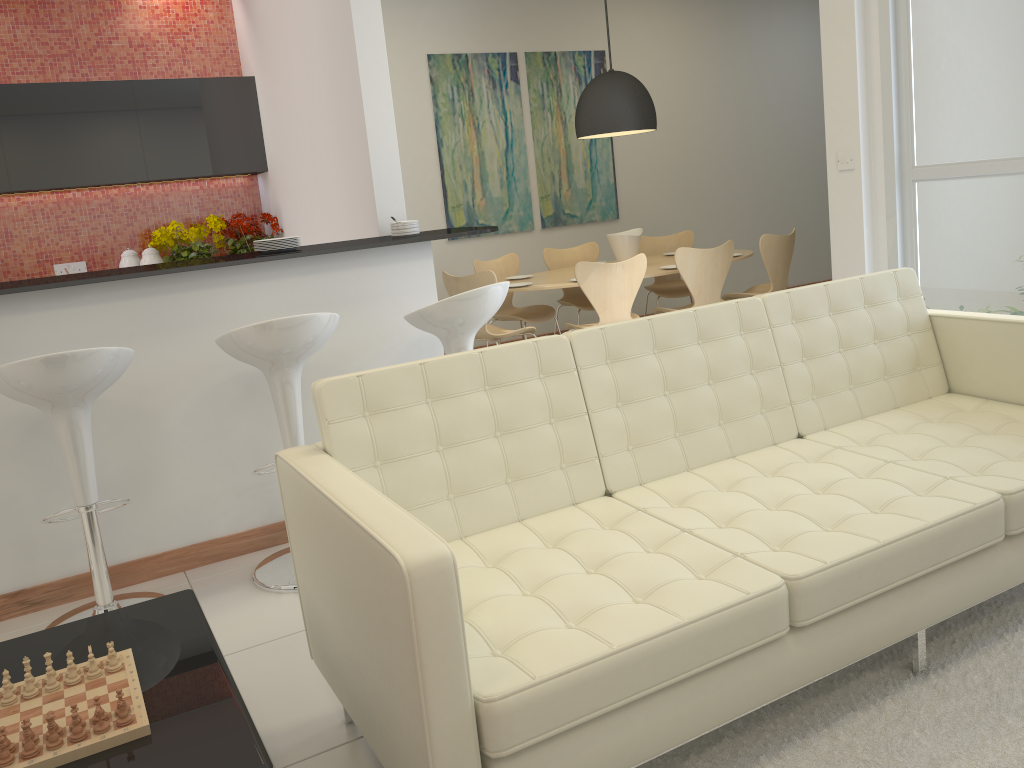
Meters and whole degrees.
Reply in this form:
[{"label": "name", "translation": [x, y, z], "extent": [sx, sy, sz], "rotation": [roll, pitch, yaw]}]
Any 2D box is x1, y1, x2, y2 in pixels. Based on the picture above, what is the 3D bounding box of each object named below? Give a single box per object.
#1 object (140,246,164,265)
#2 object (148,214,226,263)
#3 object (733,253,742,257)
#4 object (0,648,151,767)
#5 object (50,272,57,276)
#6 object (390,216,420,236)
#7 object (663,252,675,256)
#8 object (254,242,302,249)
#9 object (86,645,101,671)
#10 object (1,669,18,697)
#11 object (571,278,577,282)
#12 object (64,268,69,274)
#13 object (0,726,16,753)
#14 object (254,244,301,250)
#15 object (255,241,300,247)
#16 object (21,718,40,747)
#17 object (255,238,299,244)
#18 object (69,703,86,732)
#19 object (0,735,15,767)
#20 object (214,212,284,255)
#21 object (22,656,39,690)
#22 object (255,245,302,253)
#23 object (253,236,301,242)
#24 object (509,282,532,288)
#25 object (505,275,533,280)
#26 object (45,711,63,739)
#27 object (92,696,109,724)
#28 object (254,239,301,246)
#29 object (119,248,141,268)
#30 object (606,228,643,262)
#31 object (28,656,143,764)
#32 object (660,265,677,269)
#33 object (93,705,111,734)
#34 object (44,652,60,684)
[{"label": "object", "translation": [-2.430, -0.793, 5.987], "extent": [0.159, 0.281, 0.161], "rotation": [-2, 11, 24]}, {"label": "object", "translation": [-2.214, -0.926, 6.090], "extent": [0.524, 0.445, 0.506], "rotation": [-11, 12, -24]}, {"label": "object", "translation": [1.618, -0.959, 6.631], "extent": [0.210, 0.015, 0.212], "rotation": [0, 14, 27]}, {"label": "object", "translation": [-0.929, 0.664, 1.754], "extent": [0.362, 0.021, 0.362], "rotation": [-12, 14, -27]}, {"label": "object", "translation": [-2.893, -0.651, 5.747], "extent": [0.164, 0.176, 0.011], "rotation": [-9, 9, -14]}, {"label": "object", "translation": [-0.546, -0.786, 4.375], "extent": [0.174, 0.097, 0.140], "rotation": [-14, 13, -34]}, {"label": "object", "translation": [1.347, -1.070, 7.280], "extent": [0.210, 0.015, 0.212], "rotation": [4, 16, 40]}, {"label": "object", "translation": [-1.059, -0.623, 4.011], "extent": [0.210, 0.015, 0.213], "rotation": [-2, 13, 16]}, {"label": "object", "translation": [-0.911, 0.591, 1.917], "extent": [0.030, 0.052, 0.030], "rotation": [-13, 12, -34]}, {"label": "object", "translation": [-1.051, 0.620, 1.844], "extent": [0.030, 0.054, 0.030], "rotation": [-9, 10, -19]}, {"label": "object", "translation": [0.501, -0.711, 6.024], "extent": [0.210, 0.015, 0.212], "rotation": [-6, 12, -1]}, {"label": "object", "translation": [-2.876, -0.667, 5.808], "extent": [0.139, 0.193, 0.009], "rotation": [0, 11, 32]}, {"label": "object", "translation": [-0.937, 0.656, 1.634], "extent": [0.030, 0.049, 0.030], "rotation": [-10, 10, -19]}, {"label": "object", "translation": [-1.059, -0.617, 4.012], "extent": [0.210, 0.015, 0.213], "rotation": [-2, 13, 16]}, {"label": "object", "translation": [-1.060, -0.630, 4.010], "extent": [0.210, 0.015, 0.213], "rotation": [-2, 13, 16]}, {"label": "object", "translation": [-0.902, 0.648, 1.652], "extent": [0.030, 0.049, 0.030], "rotation": [-10, 10, -19]}, {"label": "object", "translation": [-1.062, -0.644, 4.008], "extent": [0.210, 0.015, 0.213], "rotation": [-2, 13, 16]}, {"label": "object", "translation": [-0.832, 0.633, 1.689], "extent": [0.030, 0.049, 0.030], "rotation": [-10, 10, -19]}, {"label": "object", "translation": [-0.919, 0.659, 1.599], "extent": [0.030, 0.054, 0.030], "rotation": [-9, 10, -19]}, {"label": "object", "translation": [-1.847, -1.007, 6.284], "extent": [0.523, 0.445, 0.507], "rotation": [4, 14, 42]}, {"label": "object", "translation": [-1.017, 0.605, 1.861], "extent": [0.030, 0.069, 0.030], "rotation": [-9, 10, -20]}, {"label": "object", "translation": [-1.058, -0.610, 4.013], "extent": [0.210, 0.015, 0.213], "rotation": [-2, 13, 16]}, {"label": "object", "translation": [-1.062, -0.651, 4.007], "extent": [0.210, 0.015, 0.213], "rotation": [-2, 13, 16]}, {"label": "object", "translation": [0.037, -0.679, 6.098], "extent": [0.210, 0.015, 0.212], "rotation": [-7, 12, -5]}, {"label": "object", "translation": [0.054, -0.796, 6.634], "extent": [0.210, 0.015, 0.212], "rotation": [-7, 12, -5]}, {"label": "object", "translation": [-0.867, 0.641, 1.671], "extent": [0.030, 0.049, 0.030], "rotation": [-10, 10, -19]}, {"label": "object", "translation": [-0.797, 0.625, 1.707], "extent": [0.030, 0.049, 0.030], "rotation": [-10, 10, -19]}, {"label": "object", "translation": [-1.061, -0.637, 4.009], "extent": [0.210, 0.015, 0.213], "rotation": [-2, 13, 16]}, {"label": "object", "translation": [-2.604, -0.791, 6.063], "extent": [0.159, 0.281, 0.161], "rotation": [-2, 11, 24]}, {"label": "object", "translation": [0.851, -1.008, 6.613], "extent": [0.271, 0.277, 0.264], "rotation": [-5, 11, 8]}, {"label": "object", "translation": [-0.930, 0.653, 1.753], "extent": [0.348, 0.001, 0.351], "rotation": [-12, 14, -27]}, {"label": "object", "translation": [1.146, -0.821, 6.219], "extent": [0.210, 0.015, 0.212], "rotation": [-2, 13, 18]}, {"label": "object", "translation": [-0.778, 0.630, 1.672], "extent": [0.030, 0.052, 0.030], "rotation": [-9, 10, -19]}, {"label": "object", "translation": [-0.981, 0.600, 1.880], "extent": [0.030, 0.063, 0.030], "rotation": [-9, 10, -19]}]
